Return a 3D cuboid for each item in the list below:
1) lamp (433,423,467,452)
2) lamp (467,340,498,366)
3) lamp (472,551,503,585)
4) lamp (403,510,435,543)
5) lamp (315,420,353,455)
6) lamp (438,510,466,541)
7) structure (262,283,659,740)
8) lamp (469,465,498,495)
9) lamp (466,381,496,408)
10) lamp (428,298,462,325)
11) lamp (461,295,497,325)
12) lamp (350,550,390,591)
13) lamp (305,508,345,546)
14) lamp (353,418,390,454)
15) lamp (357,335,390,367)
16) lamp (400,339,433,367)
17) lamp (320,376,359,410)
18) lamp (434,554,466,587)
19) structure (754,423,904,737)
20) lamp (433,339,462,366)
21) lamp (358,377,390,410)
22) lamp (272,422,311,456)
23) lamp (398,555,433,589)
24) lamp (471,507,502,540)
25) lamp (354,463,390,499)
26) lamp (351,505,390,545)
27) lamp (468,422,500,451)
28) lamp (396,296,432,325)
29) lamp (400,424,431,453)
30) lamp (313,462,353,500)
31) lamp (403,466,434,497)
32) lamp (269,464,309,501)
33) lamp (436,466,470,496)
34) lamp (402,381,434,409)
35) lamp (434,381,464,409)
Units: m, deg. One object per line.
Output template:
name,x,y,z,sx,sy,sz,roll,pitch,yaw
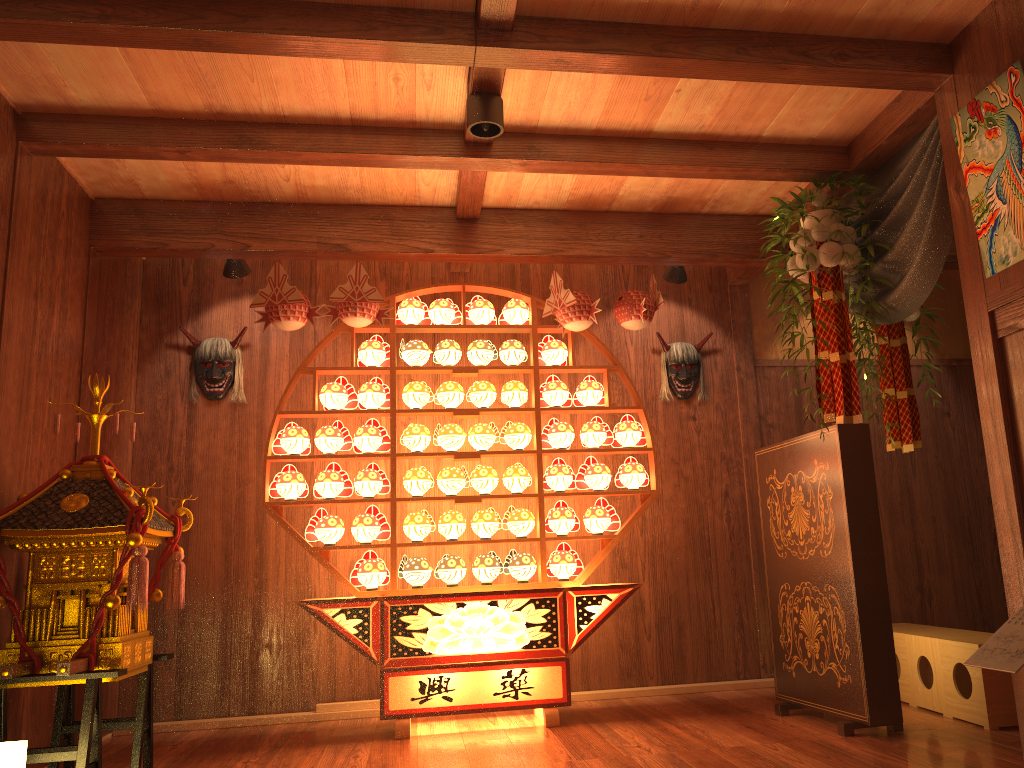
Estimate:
lamp,-0.300,0.272,4.496,0.153,0.161,0.142,-7,-13,21
lamp,-0.170,-0.163,4.613,0.135,0.167,0.162,-9,-14,31
lamp,-0.131,0.913,4.386,0.136,0.167,0.160,-7,-13,21
lamp,-0.473,0.702,4.371,0.136,0.167,0.160,-7,-13,21
lamp,-0.912,0.263,4.387,0.177,0.191,0.160,-7,-13,21
lamp,-0.298,0.702,4.398,0.141,0.161,0.155,-1,-12,-8
structure,-0.223,0.553,4.447,1.984,2.194,0.484,0,-12,-10
lamp,-0.136,0.482,4.474,0.143,0.167,0.153,3,-13,-23
lamp,-0.147,0.051,4.566,0.143,0.167,0.152,4,-13,-27
lamp,-0.373,-0.382,4.622,0.166,0.179,0.160,-7,-13,22
lamp,-0.158,-0.396,4.658,0.204,0.200,0.154,2,-12,-18
lamp,-0.679,0.903,4.291,0.199,0.197,0.154,2,-12,-18
lamp,-0.882,0.693,4.303,0.152,0.193,0.192,-13,-16,41
lamp,-0.722,0.256,4.419,0.199,0.200,0.158,-4,-12,6
lamp,-0.717,-0.175,4.513,0.199,0.200,0.158,-4,-12,6
lamp,-0.486,-0.159,4.562,0.156,0.167,0.140,-4,-12,6
lamp,-0.898,0.043,4.437,0.197,0.200,0.160,-6,-12,16
lamp,-0.292,0.917,4.355,0.143,0.161,0.152,4,-13,-28
structure,1.387,0.861,3.974,0.275,1.249,0.789,0,-12,-11
lamp,-0.329,-0.160,4.577,0.142,0.161,0.154,2,-12,-18
lamp,-0.710,0.043,4.467,0.188,0.195,0.158,-4,-12,6
lamp,-1.067,0.266,4.357,0.195,0.187,0.152,4,-13,-28
lamp,-0.456,0.916,4.330,0.153,0.167,0.142,-7,-13,21
lamp,-0.138,0.699,4.431,0.136,0.167,0.160,-7,-13,21
lamp,-0.713,0.475,4.374,0.181,0.192,0.158,-4,-12,6
lamp,-0.720,0.687,4.326,0.197,0.200,0.160,-6,-12,16
lamp,-0.162,0.269,4.527,0.162,0.167,0.134,9,-16,-42
lamp,-0.525,-0.392,4.592,0.200,0.200,0.157,-2,-12,1
lamp,-0.476,0.269,4.457,0.143,0.167,0.152,4,-13,-27
lamp,-0.898,0.473,4.341,0.200,0.200,0.157,-2,-12,1
lamp,-0.475,0.485,4.415,0.137,0.167,0.159,-5,-12,12
lamp,-1.076,0.477,4.309,0.194,0.195,0.153,3,-13,-23
lamp,-0.314,0.488,4.449,0.162,0.161,0.135,5,-14,-33
lamp,-0.494,0.055,4.506,0.136,0.167,0.160,-7,-13,21
lamp,-0.312,0.056,4.535,0.143,0.161,0.152,4,-13,-28
